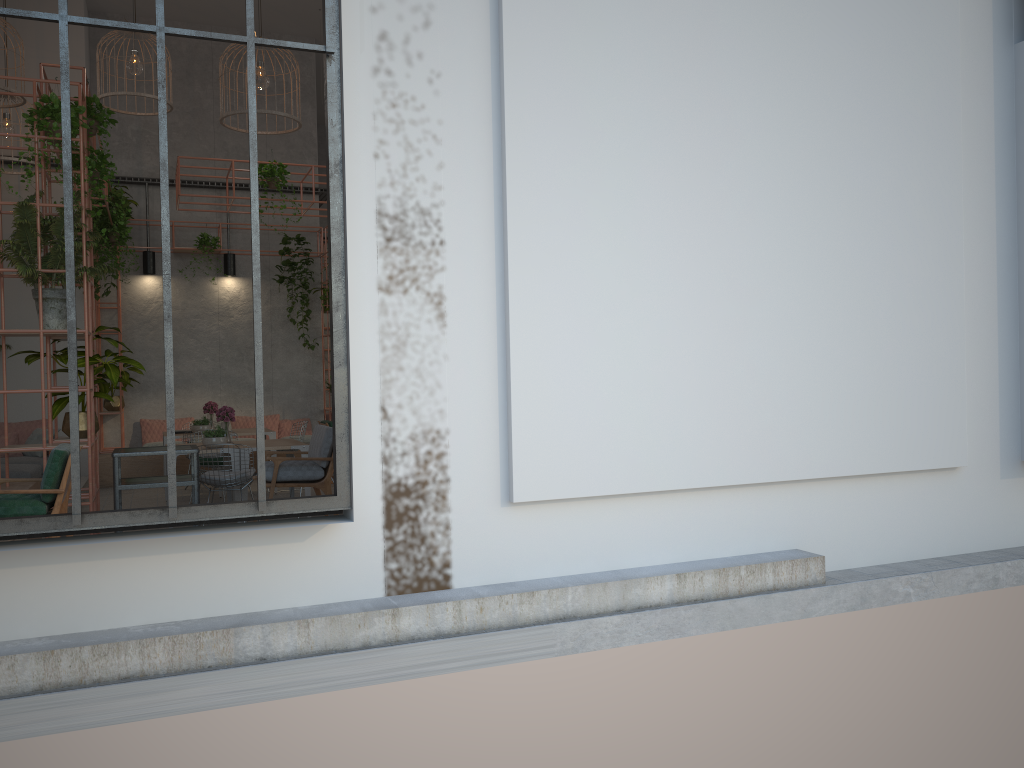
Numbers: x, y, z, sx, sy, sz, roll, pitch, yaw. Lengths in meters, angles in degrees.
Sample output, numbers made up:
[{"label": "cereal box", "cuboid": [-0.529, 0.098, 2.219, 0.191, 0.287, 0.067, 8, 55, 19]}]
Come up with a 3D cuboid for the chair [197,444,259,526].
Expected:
[{"label": "chair", "cuboid": [-2.752, 1.023, 8.608, 0.565, 0.941, 0.717, -1, 1, -6]}]

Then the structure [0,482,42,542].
[{"label": "structure", "cuboid": [-6.064, 0.822, 8.162, 3.396, 1.111, 9.152, -2, 1, -22]}]

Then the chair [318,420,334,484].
[{"label": "chair", "cuboid": [-2.401, 0.979, 12.791, 0.685, 0.917, 0.722, -2, 1, -22]}]

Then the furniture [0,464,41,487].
[{"label": "furniture", "cuboid": [-5.716, 1.126, 9.698, 0.941, 0.446, 0.975, -2, 1, -22]}]

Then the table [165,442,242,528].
[{"label": "table", "cuboid": [-3.280, 1.072, 9.376, 0.694, 0.830, 1.205, -2, 1, -22]}]

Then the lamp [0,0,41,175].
[{"label": "lamp", "cuboid": [-6.634, -4.573, 11.586, 0.883, 3.476, 0.883, -1, 1, 30]}]

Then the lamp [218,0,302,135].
[{"label": "lamp", "cuboid": [-2.841, -4.641, 9.894, 0.883, 3.476, 0.883, -1, 1, 30]}]

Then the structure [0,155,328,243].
[{"label": "structure", "cuboid": [-1.703, -3.257, 13.125, 15.603, 0.110, 15.203, -2, 1, -22]}]

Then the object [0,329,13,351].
[{"label": "object", "cuboid": [-7.374, -0.494, 12.107, 0.894, 1.097, 0.900, -1, 1, 7]}]

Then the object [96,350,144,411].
[{"label": "object", "cuboid": [-5.968, -0.053, 13.257, 0.934, 0.919, 0.903, -1, 1, 40]}]

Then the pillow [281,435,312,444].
[{"label": "pillow", "cuboid": [-3.421, 0.909, 14.391, 0.637, 0.149, 0.491, -1, 1, -21]}]

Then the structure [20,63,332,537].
[{"label": "structure", "cuboid": [-4.476, -0.897, 14.028, 4.501, 4.345, 14.096, -2, 1, -23]}]

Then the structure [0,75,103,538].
[{"label": "structure", "cuboid": [-3.436, -0.470, 6.612, 0.748, 3.623, 0.722, -2, 1, -22]}]

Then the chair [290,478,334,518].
[{"label": "chair", "cuboid": [-2.178, 0.999, 9.846, 0.717, 0.941, 0.565, -2, 1, -26]}]

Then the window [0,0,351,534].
[{"label": "window", "cuboid": [-2.871, -2.018, 4.180, 4.126, 5.544, 0.089, -2, 1, -22]}]

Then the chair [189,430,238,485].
[{"label": "chair", "cuboid": [-3.455, 1.022, 10.327, 0.565, 0.941, 0.717, -1, 1, -21]}]

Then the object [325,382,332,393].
[{"label": "object", "cuboid": [-2.843, 0.159, 14.580, 0.438, 0.527, 0.368, -2, 1, -22]}]

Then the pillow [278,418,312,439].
[{"label": "pillow", "cuboid": [-3.637, 0.772, 14.737, 0.666, 0.385, 0.289, -2, 1, -27]}]

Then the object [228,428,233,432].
[{"label": "object", "cuboid": [-3.786, 0.610, 11.857, 0.115, 0.078, 0.115, -1, 1, -16]}]

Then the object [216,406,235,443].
[{"label": "object", "cuboid": [-3.148, 0.445, 9.760, 0.213, 0.414, 0.225, -2, 1, -30]}]

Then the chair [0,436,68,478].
[{"label": "chair", "cuboid": [-6.119, 1.010, 10.975, 1.127, 0.672, 1.052, -2, 1, -22]}]

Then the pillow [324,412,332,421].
[{"label": "pillow", "cuboid": [-3.191, 0.707, 15.577, 0.276, 0.474, 0.839, -2, 1, -32]}]

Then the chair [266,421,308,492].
[{"label": "chair", "cuboid": [-3.204, 0.997, 12.382, 0.717, 0.941, 0.565, -2, 1, -26]}]

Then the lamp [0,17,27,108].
[{"label": "lamp", "cuboid": [-6.035, -4.989, 10.016, 0.883, 3.476, 0.883, -1, 1, 30]}]

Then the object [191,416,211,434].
[{"label": "object", "cuboid": [-4.058, 0.531, 11.578, 0.248, 0.247, 0.254, -2, 1, -22]}]

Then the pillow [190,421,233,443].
[{"label": "pillow", "cuboid": [-4.825, 0.803, 14.257, 0.666, 0.385, 0.289, -2, 1, -27]}]

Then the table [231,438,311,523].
[{"label": "table", "cuboid": [-2.638, 1.056, 9.640, 0.694, 0.830, 1.214, -2, 1, -22]}]

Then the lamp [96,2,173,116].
[{"label": "lamp", "cuboid": [-4.782, -5.246, 11.162, 0.883, 3.476, 0.883, -1, 1, 30]}]

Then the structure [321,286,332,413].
[{"label": "structure", "cuboid": [-3.995, -0.386, 20.038, 0.630, 3.597, 0.430, -2, 1, -22]}]

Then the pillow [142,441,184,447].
[{"label": "pillow", "cuboid": [-5.335, 0.959, 13.617, 0.637, 0.149, 0.491, -1, 1, -21]}]

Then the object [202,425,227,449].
[{"label": "object", "cuboid": [-3.033, 0.533, 9.043, 0.247, 0.247, 0.252, -2, 1, -22]}]

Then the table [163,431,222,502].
[{"label": "table", "cuboid": [-4.305, 1.071, 11.912, 0.694, 0.830, 1.205, -2, 1, -22]}]

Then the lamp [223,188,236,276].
[{"label": "lamp", "cuboid": [-4.582, -2.466, 14.352, 0.179, 1.425, 0.185, -2, 1, -22]}]

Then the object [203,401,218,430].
[{"label": "object", "cuboid": [-4.175, 0.443, 12.301, 0.213, 0.414, 0.225, -2, 1, -30]}]

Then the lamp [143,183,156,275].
[{"label": "lamp", "cuboid": [-5.702, -2.437, 13.899, 0.179, 1.425, 0.185, -2, 1, -22]}]

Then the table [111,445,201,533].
[{"label": "table", "cuboid": [-2.836, 0.916, 7.087, 0.635, 0.798, 0.602, -2, 1, -22]}]

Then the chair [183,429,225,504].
[{"label": "chair", "cuboid": [-3.777, 1.022, 11.144, 0.565, 0.941, 0.717, -1, 1, -6]}]

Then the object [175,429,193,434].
[{"label": "object", "cuboid": [-4.448, 0.643, 11.976, 0.268, 0.031, 0.427, -2, 1, -22]}]

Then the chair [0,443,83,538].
[{"label": "chair", "cuboid": [-3.138, 0.873, 5.698, 0.685, 0.929, 0.722, -2, 1, -22]}]

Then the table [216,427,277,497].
[{"label": "table", "cuboid": [-3.661, 1.054, 12.176, 0.694, 0.830, 1.214, -2, 1, -22]}]

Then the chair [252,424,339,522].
[{"label": "chair", "cuboid": [-1.815, 0.826, 7.490, 0.685, 0.929, 0.722, -2, 1, -22]}]

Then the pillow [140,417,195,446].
[{"label": "pillow", "cuboid": [-5.430, 0.771, 14.035, 0.839, 0.474, 0.276, -2, 1, -32]}]

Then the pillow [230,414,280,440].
[{"label": "pillow", "cuboid": [-4.226, 0.740, 14.475, 0.839, 0.474, 0.276, -1, 1, -2]}]

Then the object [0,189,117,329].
[{"label": "object", "cuboid": [-3.482, -0.954, 6.719, 0.894, 1.101, 0.900, -1, 1, 32]}]

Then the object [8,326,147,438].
[{"label": "object", "cuboid": [-3.452, -0.023, 7.172, 0.934, 0.923, 0.903, -1, 1, 35]}]

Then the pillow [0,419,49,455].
[{"label": "pillow", "cuboid": [-6.376, 0.700, 11.309, 0.836, 0.476, 0.273, -1, 1, -22]}]

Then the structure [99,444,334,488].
[{"label": "structure", "cuboid": [-5.140, 1.224, 16.491, 4.386, 0.500, 5.831, -2, 1, -22]}]

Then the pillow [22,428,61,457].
[{"label": "pillow", "cuboid": [-5.946, 0.738, 11.136, 0.495, 0.349, 0.308, -1, 1, 28]}]

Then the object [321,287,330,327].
[{"label": "object", "cuboid": [-4.098, -1.814, 19.885, 0.900, 1.101, 0.894, -1, 1, 37]}]

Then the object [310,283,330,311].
[{"label": "object", "cuboid": [-2.749, -1.311, 14.528, 0.934, 0.947, 0.903, -1, 1, 30]}]

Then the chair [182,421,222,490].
[{"label": "chair", "cuboid": [-4.480, 1.021, 12.862, 0.565, 0.941, 0.717, -1, 1, -21]}]

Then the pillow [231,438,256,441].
[{"label": "pillow", "cuboid": [-4.364, 0.934, 14.010, 0.637, 0.149, 0.491, -1, 1, -21]}]

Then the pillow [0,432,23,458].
[{"label": "pillow", "cuboid": [-6.385, 0.768, 11.017, 0.479, 0.317, 0.441, -2, 1, -41]}]
